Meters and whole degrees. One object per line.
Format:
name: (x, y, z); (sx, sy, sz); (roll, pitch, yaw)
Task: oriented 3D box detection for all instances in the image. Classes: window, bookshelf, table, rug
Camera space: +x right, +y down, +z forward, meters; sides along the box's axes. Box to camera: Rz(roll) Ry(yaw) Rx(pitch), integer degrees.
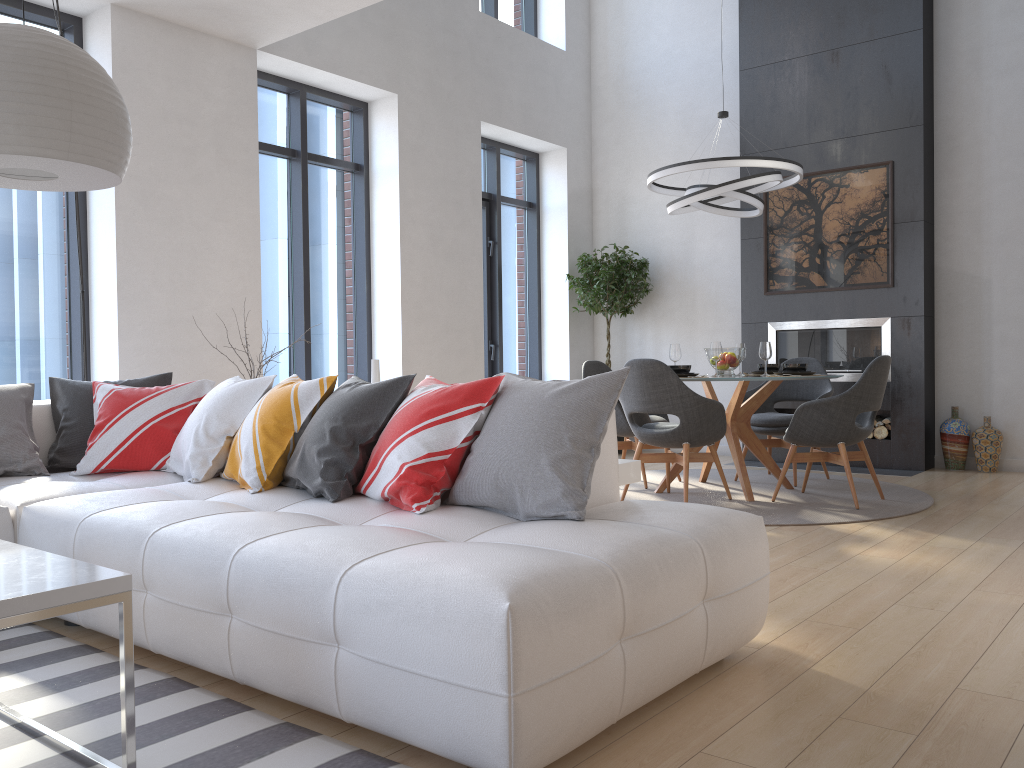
window: (-1.617, -1.055, 6.728); (0.170, 2.402, 1.310); (0, 1, 39)
window: (-3.052, -0.999, 4.932); (0.170, 2.402, 1.310); (0, 1, 39)
bookshelf: (-0.638, 0.538, 4.016); (2.600, 0.500, 0.356); (0, 1, 39)
table: (1.411, 0.329, 5.902); (1.499, 0.764, 1.499); (0, 1, 28)
table: (-1.540, 0.618, 1.732); (1.091, 0.435, 1.091); (0, 1, 39)
rug: (-1.278, 0.837, 1.686); (2.326, 0.016, 1.662); (0, 1, 38)
rug: (1.425, 0.716, 5.904); (2.499, 0.010, 2.499); (-1, 1, 12)
window: (-0.182, -1.111, 8.523); (0.170, 2.402, 1.310); (0, 1, 39)
window: (-0.227, -4.460, 8.455); (0.170, 2.402, 1.310); (0, 1, 39)

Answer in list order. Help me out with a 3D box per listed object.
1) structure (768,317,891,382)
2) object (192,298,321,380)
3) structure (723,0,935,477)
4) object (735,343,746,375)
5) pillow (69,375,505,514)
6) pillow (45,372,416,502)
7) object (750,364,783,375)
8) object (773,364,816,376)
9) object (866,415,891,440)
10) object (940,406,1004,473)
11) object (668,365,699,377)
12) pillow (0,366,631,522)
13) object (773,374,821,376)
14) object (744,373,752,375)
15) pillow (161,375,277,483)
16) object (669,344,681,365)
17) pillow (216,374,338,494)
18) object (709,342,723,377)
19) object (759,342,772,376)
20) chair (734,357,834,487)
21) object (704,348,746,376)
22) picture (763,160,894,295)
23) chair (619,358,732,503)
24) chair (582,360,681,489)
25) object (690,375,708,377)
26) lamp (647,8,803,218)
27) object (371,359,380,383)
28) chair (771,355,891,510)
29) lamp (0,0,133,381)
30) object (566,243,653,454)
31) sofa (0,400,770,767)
structure: (2.682, -0.347, 7.423); (1.010, 0.651, 0.295); (0, 1, 39)
object: (-1.278, -0.086, 4.533); (0.607, 0.744, 0.406); (-1, 1, -11)
structure: (2.546, -2.497, 7.246); (1.500, 6.351, 0.722); (0, 1, 39)
object: (1.573, -0.170, 6.113); (0.083, 0.220, 0.083); (-1, 1, -1)
pillow: (-0.927, 0.195, 3.384); (2.250, 0.449, 0.575); (0, 1, 36)
pillow: (-1.187, 0.169, 3.581); (2.120, 0.436, 0.608); (0, 1, 34)
object: (1.806, -0.104, 6.233); (0.258, 0.074, 0.258); (-2, 1, -32)
object: (1.759, -0.089, 5.516); (0.258, 0.074, 0.258); (0, 1, 19)
object: (2.718, 0.355, 7.475); (1.005, 0.195, 0.363); (0, 1, 37)
object: (3.546, 0.423, 6.849); (0.442, 0.501, 0.219); (0, 1, 35)
object: (1.031, -0.079, 5.496); (0.258, 0.074, 0.258); (0, 1, 19)
pillow: (-1.059, 0.173, 3.064); (2.953, 0.453, 0.647); (0, 1, 26)
object: (1.768, -0.059, 5.517); (0.206, 0.015, 0.309); (0, 2, 43)
object: (1.792, -0.074, 6.224); (0.206, 0.015, 0.309); (-2, 2, -42)
pillow: (-1.990, 0.185, 3.216); (2.156, 0.456, 0.580); (-1, 1, -25)
object: (1.112, -0.162, 6.040); (0.083, 0.220, 0.083); (-1, 1, -1)
pillow: (-1.679, 0.197, 3.288); (2.095, 0.440, 0.630); (-1, 1, -4)
object: (1.293, -0.156, 5.618); (0.083, 0.220, 0.083); (-1, 1, 10)
object: (1.650, -0.164, 5.770); (0.083, 0.220, 0.083); (-1, 1, -23)
chair: (1.976, 0.255, 6.423); (0.619, 0.891, 0.655); (-2, 2, -45)
object: (1.417, -0.146, 5.897); (0.278, 0.184, 0.278); (-2, 2, -43)
picture: (2.579, -1.258, 7.293); (1.056, 0.990, 0.026); (0, 1, 39)
chair: (0.980, 0.288, 5.456); (0.619, 0.891, 0.655); (-2, 2, -45)
chair: (0.828, 0.271, 6.409); (0.619, 0.891, 0.655); (0, 2, 40)
object: (1.046, -0.049, 5.500); (0.309, 0.015, 0.206); (0, 2, 43)
lamp: (1.372, -3.370, 5.822); (1.000, 4.513, 1.000); (0, 2, 40)
object: (-0.654, 0.091, 3.940); (0.319, 0.398, 0.316); (-1, 1, -27)
chair: (1.968, 0.276, 5.390); (0.619, 0.891, 0.655); (0, 2, 40)
lamp: (-1.874, -0.517, 3.939); (0.710, 2.647, 3.199); (-1, 1, -15)
object: (0.947, -0.343, 8.529); (0.801, 2.019, 0.813); (0, 2, 42)
sofa: (-1.364, 0.459, 2.692); (3.424, 0.732, 2.614); (0, 1, 39)
